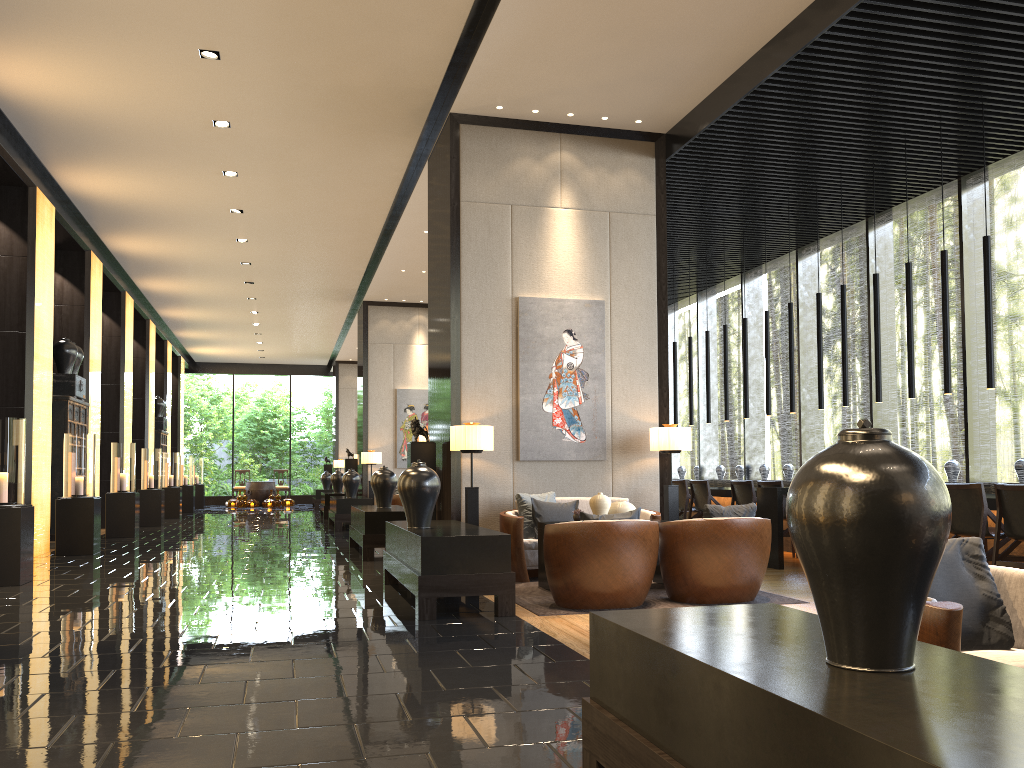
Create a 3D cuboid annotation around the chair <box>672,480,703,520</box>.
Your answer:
[{"bbox_3d":[2.270,1.613,11.131,0.563,0.825,0.527,1,-4,-15],"label":"chair"}]

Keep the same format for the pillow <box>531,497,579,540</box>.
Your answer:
[{"bbox_3d":[0.374,1.158,7.671,0.472,0.360,0.220,1,-4,-18],"label":"pillow"}]

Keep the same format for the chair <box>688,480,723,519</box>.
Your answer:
[{"bbox_3d":[2.414,1.555,10.575,0.563,0.825,0.527,1,-4,-15],"label":"chair"}]

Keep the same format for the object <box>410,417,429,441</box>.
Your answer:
[{"bbox_3d":[-0.885,0.435,8.449,0.176,0.245,0.116,1,-3,-15],"label":"object"}]

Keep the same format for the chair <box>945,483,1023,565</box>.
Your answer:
[{"bbox_3d":[3.464,1.138,6.523,0.563,0.825,0.527,1,-4,-15],"label":"chair"}]

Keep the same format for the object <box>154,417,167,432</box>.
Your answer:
[{"bbox_3d":[-8.105,0.929,20.281,0.365,0.314,0.608,1,-5,-14],"label":"object"}]

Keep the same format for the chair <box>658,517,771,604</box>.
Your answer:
[{"bbox_3d":[1.464,1.230,6.229,0.804,0.602,0.608,1,-4,-14],"label":"chair"}]

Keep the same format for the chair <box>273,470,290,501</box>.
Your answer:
[{"bbox_3d":[-7.000,3.128,26.809,0.520,1.073,0.538,0,-3,-15],"label":"chair"}]

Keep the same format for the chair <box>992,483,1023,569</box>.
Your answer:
[{"bbox_3d":[3.608,1.081,5.967,0.563,0.825,0.527,1,-4,-15],"label":"chair"}]

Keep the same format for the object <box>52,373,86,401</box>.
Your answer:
[{"bbox_3d":[-5.895,0.050,11.751,0.365,0.314,0.608,1,-5,-14],"label":"object"}]

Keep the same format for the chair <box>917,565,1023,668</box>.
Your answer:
[{"bbox_3d":[1.403,0.874,2.716,0.804,0.602,0.608,1,-4,-14],"label":"chair"}]

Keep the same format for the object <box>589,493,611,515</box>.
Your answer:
[{"bbox_3d":[0.693,0.971,6.955,0.171,0.235,0.171,-2,-4,20],"label":"object"}]

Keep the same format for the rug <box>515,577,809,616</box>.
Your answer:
[{"bbox_3d":[0.837,1.607,6.968,1.958,0.008,2.250,1,-6,-14],"label":"rug"}]

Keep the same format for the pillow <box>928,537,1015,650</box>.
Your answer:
[{"bbox_3d":[1.373,0.670,2.840,0.399,0.361,0.223,1,-4,-14],"label":"pillow"}]

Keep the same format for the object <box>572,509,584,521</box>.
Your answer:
[{"bbox_3d":[0.525,1.039,7.002,0.091,0.111,0.092,-3,-5,38],"label":"object"}]

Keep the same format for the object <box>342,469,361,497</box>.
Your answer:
[{"bbox_3d":[-2.751,1.696,15.173,0.311,0.491,0.312,-1,-3,4],"label":"object"}]

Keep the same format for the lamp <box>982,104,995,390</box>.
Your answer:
[{"bbox_3d":[3.916,-1.164,7.302,0.060,2.414,0.060,1,-3,-20],"label":"lamp"}]

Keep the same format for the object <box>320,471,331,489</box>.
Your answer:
[{"bbox_3d":[-5.015,2.595,23.910,0.311,0.491,0.312,-1,-3,4],"label":"object"}]

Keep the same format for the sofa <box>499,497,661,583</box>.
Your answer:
[{"bbox_3d":[0.587,1.347,7.776,1.449,0.691,0.605,1,-4,-14],"label":"sofa"}]

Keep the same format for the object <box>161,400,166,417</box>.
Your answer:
[{"bbox_3d":[-8.160,0.542,20.464,0.312,0.491,0.312,2,-4,-33],"label":"object"}]

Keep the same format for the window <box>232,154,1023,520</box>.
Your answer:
[{"bbox_3d":[-2.218,0.113,12.907,12.054,4.214,31.998,1,-6,-14],"label":"window"}]

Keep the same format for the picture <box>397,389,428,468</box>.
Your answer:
[{"bbox_3d":[-1.775,0.847,16.836,0.835,1.498,0.037,0,-3,-15],"label":"picture"}]

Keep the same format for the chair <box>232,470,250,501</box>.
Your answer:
[{"bbox_3d":[-8.092,3.106,26.526,0.520,1.073,0.538,0,-3,-15],"label":"chair"}]

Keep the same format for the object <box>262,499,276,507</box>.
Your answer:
[{"bbox_3d":[-6.912,3.386,25.196,0.369,0.228,0.371,1,-5,-12],"label":"object"}]

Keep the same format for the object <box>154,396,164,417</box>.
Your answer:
[{"bbox_3d":[-8.077,0.509,20.143,0.312,0.491,0.312,3,-4,-41],"label":"object"}]

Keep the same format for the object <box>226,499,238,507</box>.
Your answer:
[{"bbox_3d":[-8.041,3.423,25.499,0.369,0.228,0.371,-1,-5,3],"label":"object"}]

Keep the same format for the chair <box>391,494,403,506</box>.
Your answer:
[{"bbox_3d":[-1.588,2.097,14.597,0.804,0.602,0.608,1,-4,-14],"label":"chair"}]

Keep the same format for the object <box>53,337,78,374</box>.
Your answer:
[{"bbox_3d":[-5.866,-0.370,11.613,0.312,0.491,0.312,-3,-5,42],"label":"object"}]

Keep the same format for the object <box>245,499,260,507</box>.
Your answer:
[{"bbox_3d":[-7.357,3.376,25.076,0.369,0.228,0.371,-1,-5,8],"label":"object"}]

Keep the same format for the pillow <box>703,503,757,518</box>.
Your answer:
[{"bbox_3d":[1.492,1.003,6.124,0.399,0.361,0.223,1,-4,-14],"label":"pillow"}]

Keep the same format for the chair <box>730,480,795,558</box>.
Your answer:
[{"bbox_3d":[2.668,1.454,9.595,0.563,0.825,0.527,1,-4,-15],"label":"chair"}]

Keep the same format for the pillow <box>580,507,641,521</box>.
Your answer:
[{"bbox_3d":[0.661,0.989,5.907,0.441,0.337,0.205,0,-3,-8],"label":"pillow"}]

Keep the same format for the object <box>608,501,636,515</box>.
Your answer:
[{"bbox_3d":[0.870,1.018,7.058,0.245,0.167,0.246,1,-5,-12],"label":"object"}]

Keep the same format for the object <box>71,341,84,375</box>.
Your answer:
[{"bbox_3d":[-5.949,-0.337,11.935,0.312,0.491,0.312,2,-4,-33],"label":"object"}]

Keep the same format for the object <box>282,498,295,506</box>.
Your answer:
[{"bbox_3d":[-6.543,3.452,25.868,0.370,0.228,0.370,4,-7,-42],"label":"object"}]

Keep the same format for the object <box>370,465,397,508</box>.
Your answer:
[{"bbox_3d":[-1.492,1.196,10.316,0.312,0.491,0.312,2,-4,-33],"label":"object"}]

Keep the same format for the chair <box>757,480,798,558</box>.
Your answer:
[{"bbox_3d":[2.812,1.397,9.039,0.563,0.825,0.527,1,-4,-15],"label":"chair"}]

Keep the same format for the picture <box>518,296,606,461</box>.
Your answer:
[{"bbox_3d":[0.466,-0.043,8.187,0.835,1.498,0.037,0,-3,-15],"label":"picture"}]

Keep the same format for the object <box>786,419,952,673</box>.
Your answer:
[{"bbox_3d":[0.718,0.318,1.791,0.311,0.491,0.312,1,-4,-26],"label":"object"}]

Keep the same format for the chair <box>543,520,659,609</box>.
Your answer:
[{"bbox_3d":[0.636,1.213,6.015,0.804,0.602,0.608,1,-4,-14],"label":"chair"}]

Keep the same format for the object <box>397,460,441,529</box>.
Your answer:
[{"bbox_3d":[-0.672,0.793,6.396,0.311,0.491,0.312,-1,-3,4],"label":"object"}]

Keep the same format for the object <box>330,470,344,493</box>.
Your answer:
[{"bbox_3d":[-3.716,2.079,18.899,0.311,0.491,0.312,-1,-3,4],"label":"object"}]

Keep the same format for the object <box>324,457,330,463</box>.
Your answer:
[{"bbox_3d":[-5.382,2.221,25.798,0.176,0.245,0.116,0,-3,-10],"label":"object"}]

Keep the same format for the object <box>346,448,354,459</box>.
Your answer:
[{"bbox_3d":[-3.137,1.341,17.122,0.161,0.217,0.102,1,-4,-26],"label":"object"}]

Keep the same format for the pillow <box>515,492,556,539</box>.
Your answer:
[{"bbox_3d":[0.238,1.151,7.796,0.433,0.398,0.201,3,-4,-36],"label":"pillow"}]

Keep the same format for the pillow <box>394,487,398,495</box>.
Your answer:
[{"bbox_3d":[-1.987,2.034,16.378,0.433,0.398,0.201,3,-4,-36],"label":"pillow"}]
